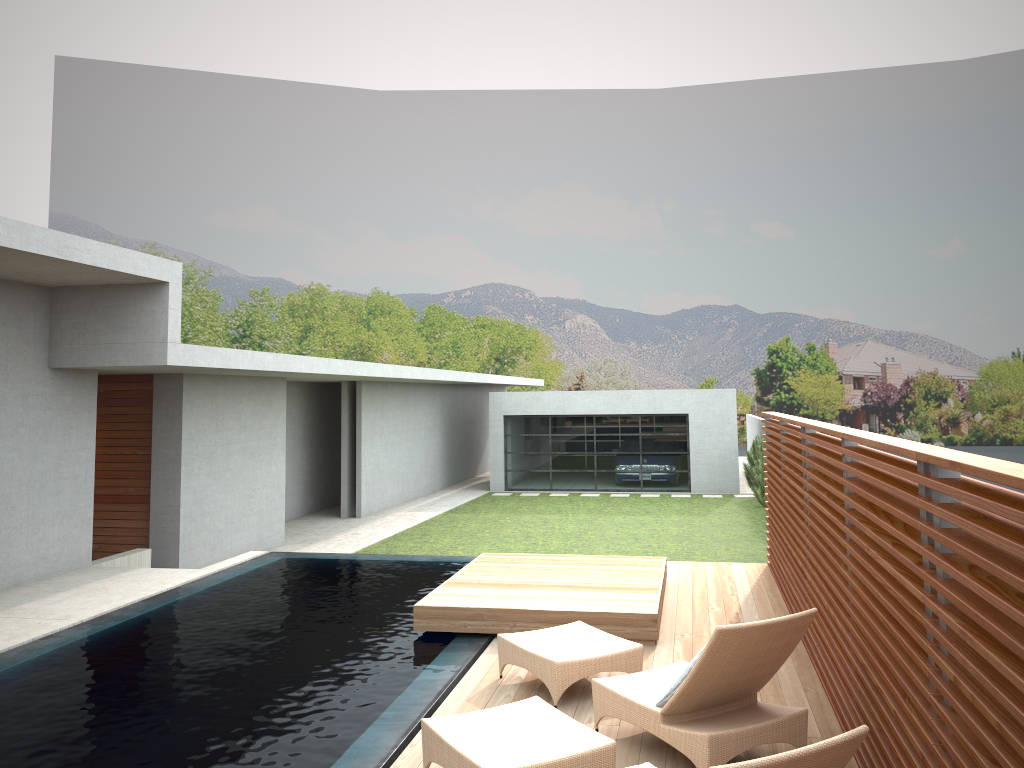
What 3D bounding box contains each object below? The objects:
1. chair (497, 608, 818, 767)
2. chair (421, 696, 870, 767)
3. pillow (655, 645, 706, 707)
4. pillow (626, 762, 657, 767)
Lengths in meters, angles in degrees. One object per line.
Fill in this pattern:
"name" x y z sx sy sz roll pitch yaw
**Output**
"chair" 0.757 1.616 5.413 0.699 0.833 2.284 1 -2 -30
"chair" 0.376 1.599 3.783 0.699 0.833 2.284 1 -2 -29
"pillow" 1.139 1.532 4.761 0.608 0.430 0.425 1 -4 -30
"pillow" 0.507 1.650 3.467 0.594 0.195 0.591 0 -2 -32
